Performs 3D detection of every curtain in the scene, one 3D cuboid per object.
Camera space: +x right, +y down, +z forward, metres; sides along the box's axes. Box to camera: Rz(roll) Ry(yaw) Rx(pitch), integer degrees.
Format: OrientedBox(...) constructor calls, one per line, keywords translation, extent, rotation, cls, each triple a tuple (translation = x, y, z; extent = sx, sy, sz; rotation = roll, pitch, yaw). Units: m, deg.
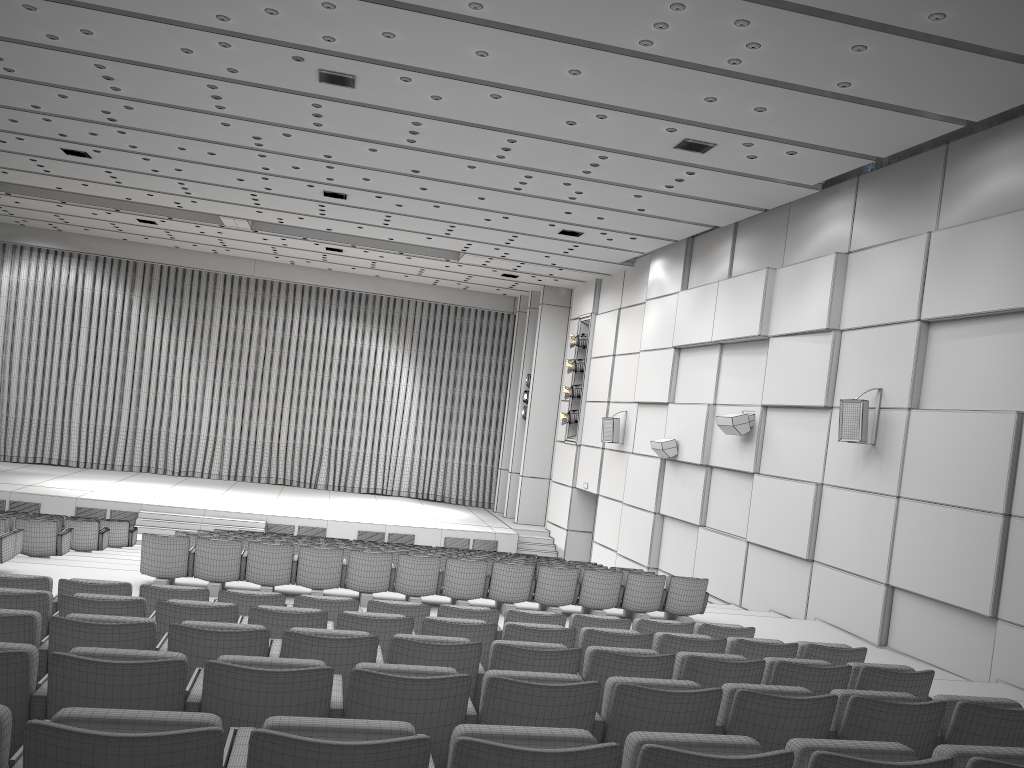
OrientedBox(translation=(-7.948, -0.240, 26.698), extent=(16.157, 6.527, 1.425), rotation=(7, 1, -12), cls="curtain")

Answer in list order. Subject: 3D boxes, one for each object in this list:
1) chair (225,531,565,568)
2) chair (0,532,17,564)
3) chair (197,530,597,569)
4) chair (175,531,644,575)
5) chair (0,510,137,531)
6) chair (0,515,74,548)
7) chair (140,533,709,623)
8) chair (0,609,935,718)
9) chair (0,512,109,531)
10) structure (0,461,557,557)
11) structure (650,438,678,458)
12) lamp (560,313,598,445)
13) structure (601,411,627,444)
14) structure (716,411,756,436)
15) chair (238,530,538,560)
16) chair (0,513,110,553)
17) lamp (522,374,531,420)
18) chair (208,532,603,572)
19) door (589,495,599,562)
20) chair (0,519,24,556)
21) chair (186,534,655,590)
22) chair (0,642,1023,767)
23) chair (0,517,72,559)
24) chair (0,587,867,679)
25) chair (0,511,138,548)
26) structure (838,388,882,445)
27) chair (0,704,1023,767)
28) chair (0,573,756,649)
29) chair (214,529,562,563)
OrientedBox(translation=(-1.994, 3.151, 15.772), extent=(6.060, 0.622, 0.611), rotation=(7, 0, -12), cls="chair")
OrientedBox(translation=(-8.593, 1.342, 8.739), extent=(6.611, 0.622, 0.611), rotation=(7, 0, -12), cls="chair")
OrientedBox(translation=(-1.775, 2.980, 14.687), extent=(6.611, 0.622, 0.611), rotation=(7, 0, -12), cls="chair")
OrientedBox(translation=(-1.302, 2.640, 12.526), extent=(6.611, 0.622, 0.611), rotation=(7, 0, -12), cls="chair")
OrientedBox(translation=(-10.197, 2.537, 16.321), extent=(6.060, 0.622, 0.611), rotation=(7, 0, -12), cls="chair")
OrientedBox(translation=(-9.285, 1.854, 11.985), extent=(6.060, 0.622, 0.611), rotation=(7, 0, -12), cls="chair")
OrientedBox(translation=(-0.830, 2.301, 10.364), extent=(6.611, 0.622, 0.611), rotation=(7, 0, -12), cls="chair")
OrientedBox(translation=(-3.925, 1.231, 4.162), extent=(13.222, 0.622, 0.611), rotation=(7, 0, -12), cls="chair")
OrientedBox(translation=(-9.757, 2.193, 14.147), extent=(6.060, 0.622, 0.611), rotation=(7, 0, -12), cls="chair")
OrientedBox(translation=(-7.696, 3.373, 23.739), extent=(17.849, 0.846, 8.303), rotation=(7, -2, -12), cls="structure")
OrientedBox(translation=(2.941, 1.185, 16.812), extent=(0.471, 0.418, 0.519), rotation=(7, -1, -14), cls="structure")
OrientedBox(translation=(1.718, -0.112, 22.580), extent=(0.757, 3.344, 1.018), rotation=(6, 1, -16), cls="lamp")
OrientedBox(translation=(2.246, 0.937, 19.475), extent=(0.407, 0.745, 0.412), rotation=(7, 1, 36), cls="structure")
OrientedBox(translation=(3.634, 0.621, 14.347), extent=(0.472, 0.418, 0.519), rotation=(7, -1, -16), cls="structure")
OrientedBox(translation=(-2.434, 3.495, 17.947), extent=(6.060, 0.622, 0.611), rotation=(7, 0, -12), cls="chair")
OrientedBox(translation=(-9.538, 2.021, 13.062), extent=(6.611, 0.622, 0.611), rotation=(7, 0, -12), cls="chair")
OrientedBox(translation=(0.523, 0.376, 24.969), extent=(0.437, 1.480, 0.384), rotation=(6, 1, -15), cls="lamp")
OrientedBox(translation=(-1.522, 2.812, 13.610), extent=(6.060, 0.622, 0.611), rotation=(7, 0, -12), cls="chair")
OrientedBox(translation=(2.200, 3.748, 21.568), extent=(0.086, 2.180, 1.694), rotation=(6, 0, -11), cls="door")
OrientedBox(translation=(-8.812, 1.514, 9.823), extent=(6.060, 0.622, 0.611), rotation=(7, 0, -12), cls="chair")
OrientedBox(translation=(-1.049, 2.473, 11.448), extent=(6.060, 0.622, 0.611), rotation=(7, 0, -12), cls="chair")
OrientedBox(translation=(-3.663, 1.064, 3.087), extent=(13.773, 0.622, 0.611), rotation=(7, 0, -12), cls="chair")
OrientedBox(translation=(-9.065, 1.682, 10.901), extent=(6.611, 0.622, 0.611), rotation=(7, 0, -12), cls="chair")
OrientedBox(translation=(-4.135, 1.404, 5.248), extent=(13.773, 0.622, 0.611), rotation=(7, 0, -12), cls="chair")
OrientedBox(translation=(-10.010, 2.361, 15.224), extent=(6.611, 0.622, 0.611), rotation=(7, 0, -12), cls="chair")
OrientedBox(translation=(4.456, 0.396, 11.361), extent=(0.407, 0.745, 0.412), rotation=(7, 1, 36), cls="structure")
OrientedBox(translation=(-3.453, 0.891, 2.000), extent=(13.222, 0.622, 0.611), rotation=(7, 0, -12), cls="chair")
OrientedBox(translation=(-4.398, 1.570, 6.324), extent=(13.222, 0.622, 0.611), rotation=(7, 0, -12), cls="chair")
OrientedBox(translation=(-2.248, 3.319, 16.849), extent=(6.611, 0.622, 0.611), rotation=(7, 0, -12), cls="chair")
